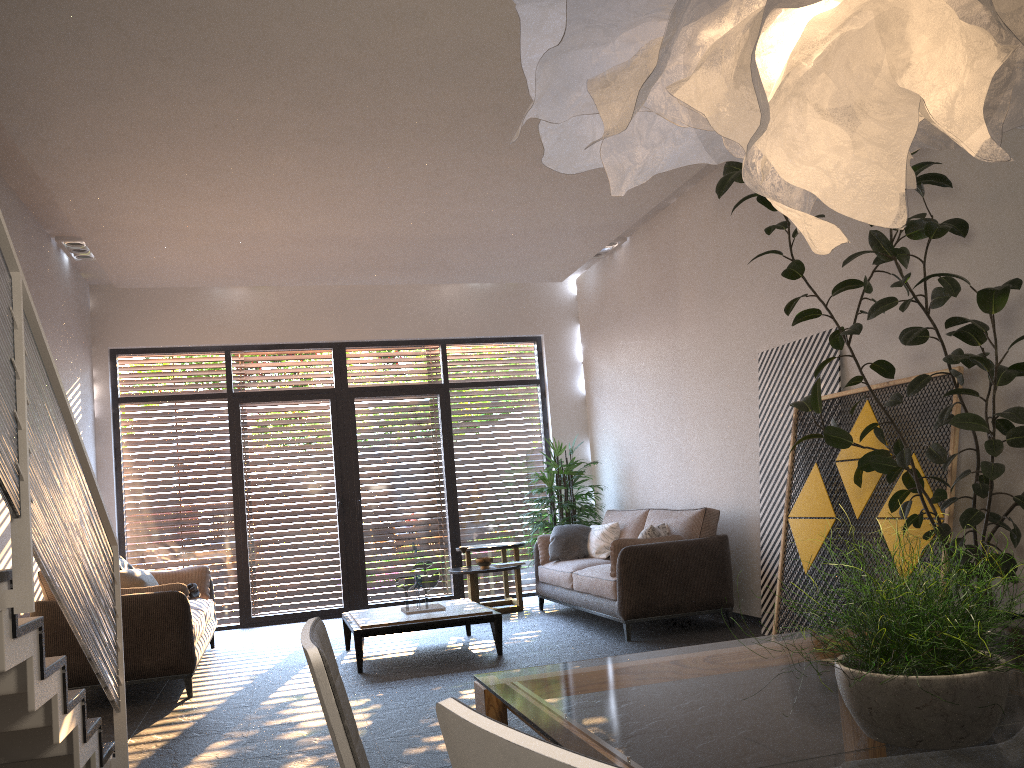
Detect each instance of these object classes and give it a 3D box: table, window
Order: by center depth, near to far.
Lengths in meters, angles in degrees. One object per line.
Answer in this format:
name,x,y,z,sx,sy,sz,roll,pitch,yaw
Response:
table,0.652,0.872,1.274,0.996,0.711,1.810,-3,-7,-15
table,-0.710,1.874,6.704,1.048,0.306,1.122,-3,-7,-15
window,-1.796,0.984,9.576,4.938,3.016,0.462,-3,-5,-15

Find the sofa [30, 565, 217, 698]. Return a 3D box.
sofa,-2.807,1.726,6.634,0.992,0.915,2.334,-3,-7,-15

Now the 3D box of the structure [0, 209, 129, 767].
structure,0.153,-3.009,0.478,4.230,8.273,8.508,-3,-6,-15

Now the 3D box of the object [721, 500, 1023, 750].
object,0.622,0.354,1.327,0.531,0.366,0.672,-2,-7,-20

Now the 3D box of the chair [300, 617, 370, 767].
chair,-0.024,0.853,1.509,0.601,0.915,0.477,-3,-5,-13

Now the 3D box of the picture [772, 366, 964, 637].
picture,2.002,0.816,5.154,0.386,1.598,1.506,-3,-6,-15

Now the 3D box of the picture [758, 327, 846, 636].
picture,1.919,0.709,5.936,0.207,2.010,0.963,-3,-5,-15

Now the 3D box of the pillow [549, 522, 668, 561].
pillow,0.813,1.386,7.683,0.618,0.341,1.904,-3,-7,-15

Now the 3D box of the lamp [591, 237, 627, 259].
lamp,0.915,-1.382,8.921,0.253,0.066,0.649,-3,-7,-15

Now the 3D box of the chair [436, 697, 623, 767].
chair,0.307,0.740,0.827,0.601,0.915,0.477,-2,-6,-30

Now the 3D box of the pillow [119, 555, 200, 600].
pillow,-3.119,1.685,7.072,0.956,0.705,1.022,-5,-6,9

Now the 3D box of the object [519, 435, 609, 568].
object,0.542,1.392,9.267,0.917,1.716,0.979,-9,-6,40

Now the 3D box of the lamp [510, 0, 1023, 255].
lamp,0.353,-2.780,1.553,1.117,5.190,1.066,-4,-4,-5

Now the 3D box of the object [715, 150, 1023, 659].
object,1.966,-0.115,4.113,0.907,3.186,2.021,-1,-6,-38

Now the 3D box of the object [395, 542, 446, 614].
object,-0.602,-1.055,2.645,0.365,4.453,8.954,-4,-7,-4

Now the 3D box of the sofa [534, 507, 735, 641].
sofa,0.960,1.559,7.667,0.992,0.915,2.334,-3,-7,-15

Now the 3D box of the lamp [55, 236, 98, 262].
lamp,-3.733,-1.176,7.645,0.253,0.066,0.649,-3,-7,-15
